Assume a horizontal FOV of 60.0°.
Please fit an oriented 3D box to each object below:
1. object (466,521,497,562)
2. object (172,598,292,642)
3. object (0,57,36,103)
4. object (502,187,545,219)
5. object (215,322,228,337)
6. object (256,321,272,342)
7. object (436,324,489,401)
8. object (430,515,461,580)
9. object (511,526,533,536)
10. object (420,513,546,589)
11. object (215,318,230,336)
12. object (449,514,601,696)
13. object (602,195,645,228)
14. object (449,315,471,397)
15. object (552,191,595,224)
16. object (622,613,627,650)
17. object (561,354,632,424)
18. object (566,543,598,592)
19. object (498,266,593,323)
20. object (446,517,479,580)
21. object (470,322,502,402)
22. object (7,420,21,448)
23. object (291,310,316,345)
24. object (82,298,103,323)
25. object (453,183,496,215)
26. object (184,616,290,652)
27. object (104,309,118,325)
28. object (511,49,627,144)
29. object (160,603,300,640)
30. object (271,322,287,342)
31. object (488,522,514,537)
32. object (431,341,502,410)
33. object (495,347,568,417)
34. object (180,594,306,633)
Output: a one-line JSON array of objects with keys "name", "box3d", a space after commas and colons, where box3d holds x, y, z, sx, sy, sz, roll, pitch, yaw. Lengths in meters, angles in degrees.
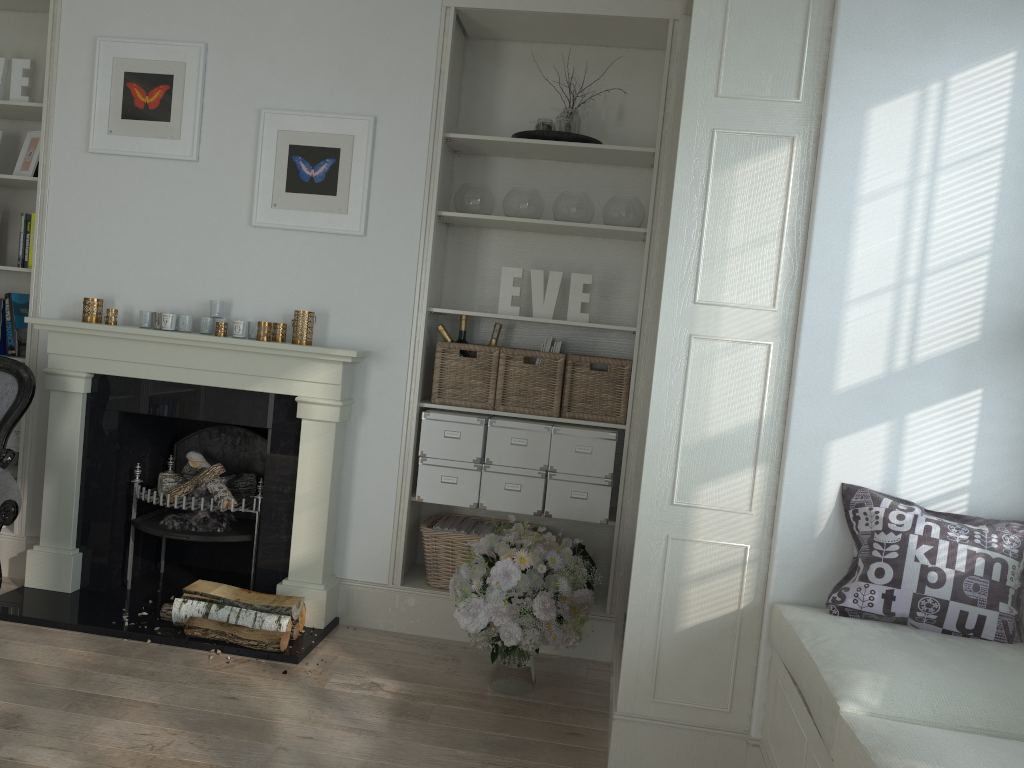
[{"name": "object", "box3d": [-0.139, 0.745, 3.926, 0.088, 0.238, 0.274, 6, 3, 6]}, {"name": "object", "box3d": [-1.093, 0.926, 3.463, 0.483, 0.128, 0.084, 6, 3, 8]}, {"name": "object", "box3d": [-2.458, -1.396, 4.072, 0.554, 0.216, 0.039, 6, 3, 7]}, {"name": "object", "box3d": [0.050, -0.770, 3.831, 0.185, 0.140, 0.185, 7, 4, 26]}, {"name": "object", "box3d": [-1.214, -0.228, 3.703, 0.050, 0.058, 0.052, 9, 4, 43]}, {"name": "object", "box3d": [-1.020, -0.216, 3.654, 0.060, 0.079, 0.060, 4, 3, -22]}, {"name": "object", "box3d": [-0.205, -0.087, 3.863, 0.284, 0.332, 0.095, 5, 3, -14]}, {"name": "object", "box3d": [-0.291, 0.729, 3.952, 0.088, 0.238, 0.274, 6, 3, 7]}, {"name": "object", "box3d": [0.027, 0.763, 3.906, 0.088, 0.238, 0.274, 6, 3, 6]}, {"name": "object", "box3d": [-0.134, 0.757, 3.928, 0.554, 0.263, 0.408, 6, 3, 7]}, {"name": "object", "box3d": [-1.232, -0.241, 3.770, 0.060, 0.073, 0.060, 4, 4, -27]}, {"name": "object", "box3d": [0.031, 0.820, 3.309, 0.544, 0.643, 0.570, 6, 3, -2]}, {"name": "object", "box3d": [0.476, -0.724, 3.780, 0.185, 0.140, 0.185, 7, 4, 26]}, {"name": "object", "box3d": [-0.232, -0.124, 3.987, 0.095, 0.377, 0.095, 9, 4, 43]}, {"name": "object", "box3d": [0.263, -0.747, 3.806, 0.185, 0.140, 0.185, 7, 4, 26]}, {"name": "object", "box3d": [0.554, 0.851, 3.172, 0.290, 0.297, 0.475, 6, 3, 7]}, {"name": "object", "box3d": [0.371, 0.016, 3.866, 0.276, 0.270, 0.275, 6, 3, 7]}, {"name": "object", "box3d": [0.292, 0.812, 3.837, 0.135, 0.248, 0.135, 6, 3, -3]}, {"name": "object", "box3d": [0.144, -0.382, 3.812, 0.393, 0.207, 0.039, 6, 3, 7]}, {"name": "object", "box3d": [-0.220, 0.737, 3.936, 0.088, 0.238, 0.274, 6, 3, 7]}, {"name": "object", "box3d": [-0.119, -0.099, 3.976, 0.127, 0.361, 0.094, 6, 3, 6]}, {"name": "object", "box3d": [-2.258, 0.093, 4.168, 0.188, 0.378, 0.294, 6, 3, 7]}, {"name": "object", "box3d": [-0.868, -0.234, 3.692, 0.087, 0.140, 0.090, 9, 5, 44]}, {"name": "object", "box3d": [-1.803, -0.316, 3.814, 0.080, 0.104, 0.080, 4, 4, -26]}, {"name": "object", "box3d": [-0.162, -0.792, 3.856, 0.185, 0.140, 0.185, 7, 4, 26]}, {"name": "object", "box3d": [-1.053, 0.957, 3.394, 0.389, 0.085, 0.109, 6, 3, 8]}, {"name": "object", "box3d": [-1.709, -0.286, 3.779, 0.047, 0.068, 0.054, 8, 4, 34]}, {"name": "object", "box3d": [0.236, -1.252, 3.802, 0.399, 0.485, 0.457, 3, 4, -43]}, {"name": "object", "box3d": [-1.129, 0.945, 3.542, 0.561, 0.078, 0.078, 6, 3, 7]}, {"name": "object", "box3d": [-0.979, -0.216, 3.730, 0.060, 0.079, 0.060, 4, 4, -26]}, {"name": "object", "box3d": [-0.054, 0.754, 3.916, 0.088, 0.238, 0.274, 6, 3, 7]}, {"name": "object", "box3d": [-0.184, -0.043, 3.922, 0.276, 0.270, 0.275, 6, 3, 7]}, {"name": "object", "box3d": [0.090, -0.012, 3.869, 0.276, 0.270, 0.275, 6, 3, 7]}, {"name": "object", "box3d": [-1.103, 0.920, 3.616, 0.516, 0.123, 0.118, 6, 3, 4]}]
